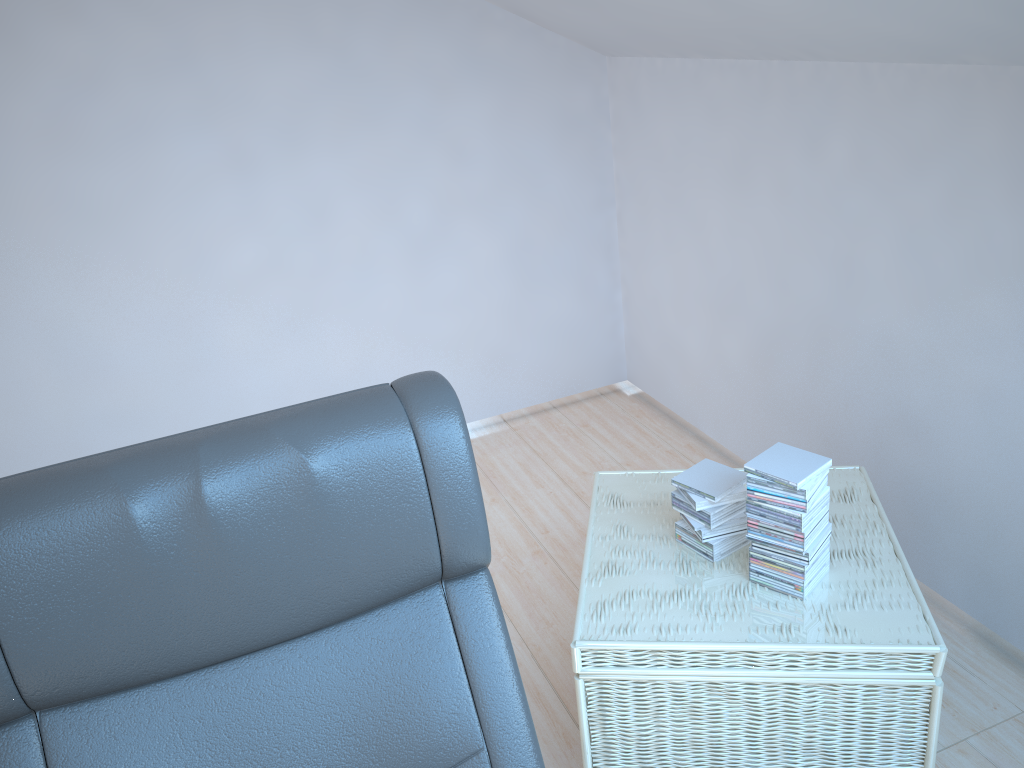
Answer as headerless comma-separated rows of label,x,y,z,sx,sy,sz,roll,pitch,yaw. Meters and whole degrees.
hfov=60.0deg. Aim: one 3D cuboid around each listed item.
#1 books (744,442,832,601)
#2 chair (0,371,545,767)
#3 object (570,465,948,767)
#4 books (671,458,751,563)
books,0.601,0.302,1.940,0.149,0.300,0.149,13,30,38
chair,-0.085,0.904,0.799,0.836,1.251,1.938,-15,24,-17
object,0.568,0.614,2.226,0.745,0.518,0.744,-2,24,10
books,0.478,0.303,2.121,0.162,0.184,0.165,-15,25,-18
